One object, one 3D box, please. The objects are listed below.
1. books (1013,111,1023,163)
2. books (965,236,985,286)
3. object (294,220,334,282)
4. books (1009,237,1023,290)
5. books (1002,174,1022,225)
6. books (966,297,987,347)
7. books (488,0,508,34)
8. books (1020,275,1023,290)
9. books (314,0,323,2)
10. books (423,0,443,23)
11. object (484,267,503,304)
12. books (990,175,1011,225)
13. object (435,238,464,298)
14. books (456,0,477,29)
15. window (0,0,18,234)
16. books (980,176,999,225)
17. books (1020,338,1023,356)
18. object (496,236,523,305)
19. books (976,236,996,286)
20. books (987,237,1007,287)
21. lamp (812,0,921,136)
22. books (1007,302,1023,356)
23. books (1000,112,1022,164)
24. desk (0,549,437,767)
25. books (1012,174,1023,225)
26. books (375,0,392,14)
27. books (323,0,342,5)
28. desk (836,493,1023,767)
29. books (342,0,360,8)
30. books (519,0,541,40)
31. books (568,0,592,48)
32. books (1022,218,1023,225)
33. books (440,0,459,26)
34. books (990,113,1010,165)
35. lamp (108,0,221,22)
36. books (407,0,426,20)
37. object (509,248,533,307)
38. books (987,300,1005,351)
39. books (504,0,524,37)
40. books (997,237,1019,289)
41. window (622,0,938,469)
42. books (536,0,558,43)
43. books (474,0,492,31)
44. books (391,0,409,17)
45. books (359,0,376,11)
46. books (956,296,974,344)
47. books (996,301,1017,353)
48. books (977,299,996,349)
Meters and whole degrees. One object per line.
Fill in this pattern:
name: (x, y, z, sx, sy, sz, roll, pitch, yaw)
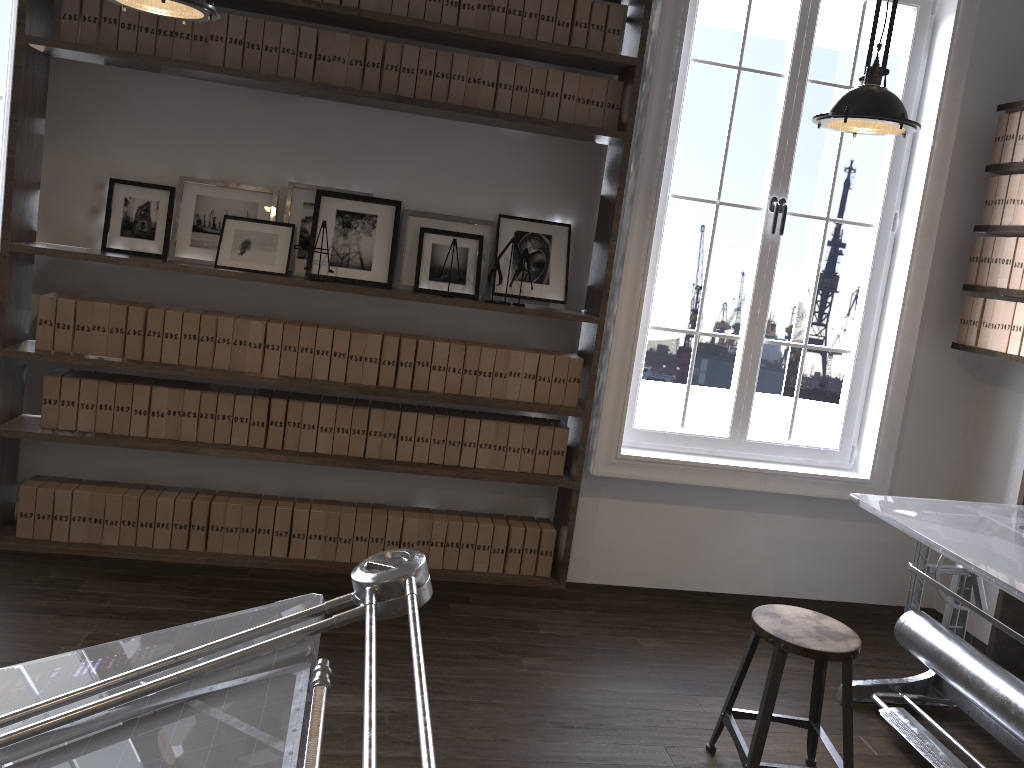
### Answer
books: (2.310, -1.070, 3.876, 0.174, 0.224, 0.067, 7, 7, -10)
books: (2.209, -0.559, 4.086, 0.174, 0.224, 0.067, 7, 7, -10)
object: (-0.827, -0.560, 3.719, 0.174, 0.259, 0.040, 7, 6, -10)
books: (2.258, -0.508, 3.812, 0.174, 0.224, 0.067, 7, 7, -10)
books: (2.274, -0.797, 3.898, 0.174, 0.224, 0.067, 7, 7, -10)
books: (2.185, -0.273, 4.037, 0.174, 0.224, 0.067, 7, 7, -10)
books: (-0.067, -1.588, 3.814, 0.067, 0.224, 0.176, 7, 7, -10)
books: (2.264, -0.495, 3.738, 0.174, 0.224, 0.067, 7, 7, -10)
books: (-0.812, -1.670, 3.685, 0.066, 0.224, 0.176, 7, 7, -10)
books: (-0.334, -1.619, 3.773, 0.066, 0.224, 0.176, 7, 7, -10)
object: (-0.077, -0.427, 3.840, 0.066, 0.165, 0.040, 7, 6, -10)
books: (2.261, -0.811, 3.969, 0.174, 0.224, 0.067, 7, 7, -10)
object: (-0.263, -0.499, 3.829, 0.124, 0.259, 0.040, 7, 6, -10)
books: (-0.194, -1.603, 3.795, 0.066, 0.224, 0.176, 7, 7, -10)
window: (-2.692, -1.194, 3.549, 1.481, 2.483, 0.154, 7, 6, -10)
books: (2.254, -0.823, 4.039, 0.174, 0.224, 0.067, 7, 7, -10)
books: (2.240, -0.210, 3.697, 0.174, 0.224, 0.067, 7, 7, -10)
object: (-0.015, -0.495, 3.877, 0.118, 0.302, 0.040, 7, 6, -10)
books: (2.225, -0.546, 4.021, 0.174, 0.224, 0.067, 7, 7, -10)
books: (2.236, -0.533, 3.951, 0.174, 0.224, 0.067, 7, 7, -10)
lamp: (1.225, -1.884, 2.572, 0.312, 2.240, 0.313, 4, 7, -30)
books: (2.226, -0.223, 3.767, 0.174, 0.224, 0.067, 7, 7, -10)
books: (2.296, -1.083, 3.946, 0.174, 0.224, 0.067, 7, 7, -10)
desk: (-0.527, 0.694, 0.536, 1.075, 1.378, 2.297, 7, 8, -10)
books: (2.285, -0.786, 3.837, 0.174, 0.224, 0.067, 7, 7, -10)
books: (-0.536, -1.641, 3.738, 0.066, 0.224, 0.176, 7, 7, -10)
books: (-0.741, -1.663, 3.701, 0.066, 0.224, 0.176, 7, 7, -10)
desk: (1.855, 0.798, 2.831, 1.070, 1.091, 1.278, 7, 8, -10)
books: (-0.668, -1.655, 3.711, 0.067, 0.224, 0.176, 7, 7, -10)
books: (0.068, -1.575, 3.843, 0.066, 0.224, 0.176, 7, 7, -10)
books: (0.281, -1.550, 3.874, 0.067, 0.224, 0.176, 7, 7, -10)
books: (2.291, -0.774, 3.771, 0.174, 0.224, 0.067, 7, 7, -10)
books: (-0.265, -1.610, 3.781, 0.067, 0.224, 0.176, 7, 7, -10)
books: (2.285, -1.096, 4.017, 0.174, 0.224, 0.067, 7, 7, -10)
lamp: (-0.786, -2.105, 2.230, 0.312, 2.240, 0.313, 4, 7, -30)
books: (-0.403, -1.626, 3.763, 0.066, 0.224, 0.176, 7, 7, -10)
object: (0.046, -0.472, 3.918, 0.110, 0.260, 0.040, 7, 6, -10)
books: (2.209, -0.247, 3.901, 0.174, 0.224, 0.067, 7, 7, -10)
books: (-0.002, -1.582, 3.831, 0.066, 0.224, 0.176, 7, 7, -10)
books: (2.243, -0.521, 3.881, 0.174, 0.224, 0.067, 7, 7, -10)
window: (1.207, -0.755, 4.098, 1.243, 2.296, 0.154, 7, 6, -10)
books: (0.138, -1.566, 3.851, 0.066, 0.224, 0.176, 7, 7, -10)
books: (-0.133, -1.597, 3.807, 0.066, 0.224, 0.176, 7, 7, -10)
books: (-0.470, -1.633, 3.744, 0.067, 0.224, 0.176, 7, 7, -10)
books: (-0.597, -1.647, 3.726, 0.066, 0.224, 0.176, 7, 7, -10)
books: (2.179, -0.286, 4.112, 0.174, 0.224, 0.067, 7, 7, -10)
books: (2.215, -0.236, 3.838, 0.174, 0.224, 0.067, 7, 7, -10)
books: (2.202, -0.259, 3.966, 0.174, 0.224, 0.067, 7, 7, -10)
